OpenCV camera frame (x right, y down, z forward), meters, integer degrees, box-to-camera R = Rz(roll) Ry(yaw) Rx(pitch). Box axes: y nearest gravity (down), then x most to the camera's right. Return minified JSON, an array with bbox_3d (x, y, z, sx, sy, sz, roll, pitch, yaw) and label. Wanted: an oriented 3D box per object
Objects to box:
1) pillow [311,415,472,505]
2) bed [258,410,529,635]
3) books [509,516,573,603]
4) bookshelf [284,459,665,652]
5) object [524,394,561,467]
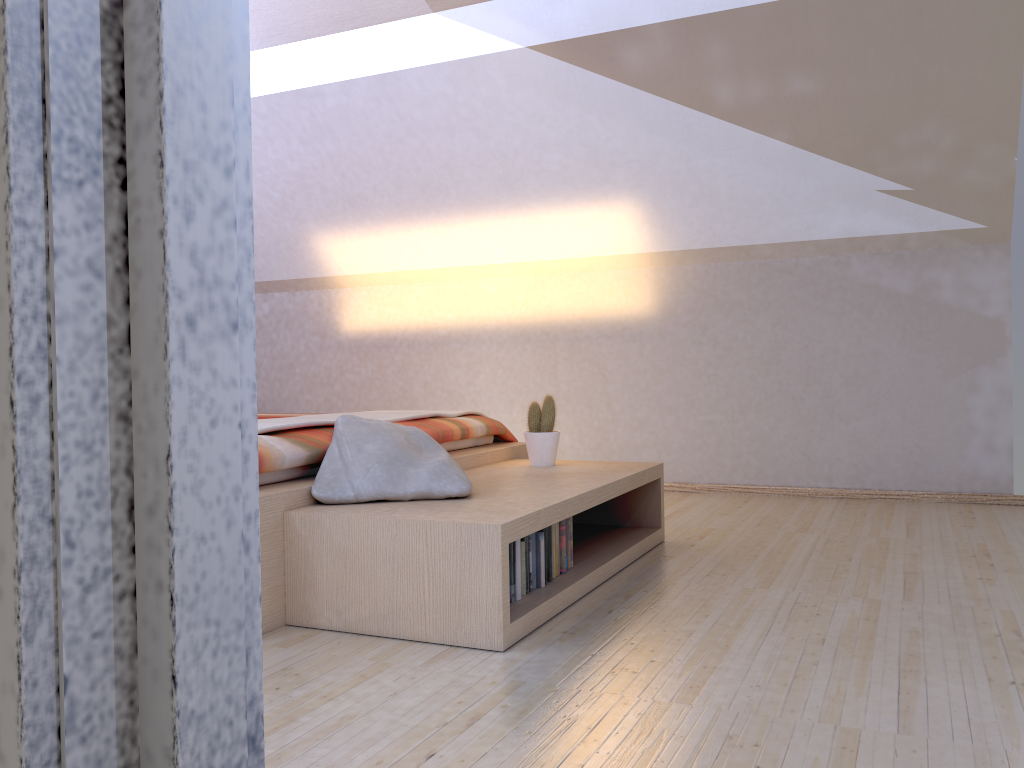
[{"bbox_3d":[-0.371,0.221,2.730,0.470,0.241,0.498,-1,1,-11],"label":"pillow"},{"bbox_3d":[-1.674,0.154,3.674,3.009,0.994,2.087,-1,1,24],"label":"bed"},{"bbox_3d":[-0.001,0.482,2.499,0.157,0.193,0.652,-1,1,24],"label":"books"},{"bbox_3d":[-0.007,0.475,2.920,0.643,0.303,1.495,-1,1,24],"label":"bookshelf"},{"bbox_3d":[0.116,0.177,3.444,0.144,0.294,0.144,-2,1,-40],"label":"object"}]
